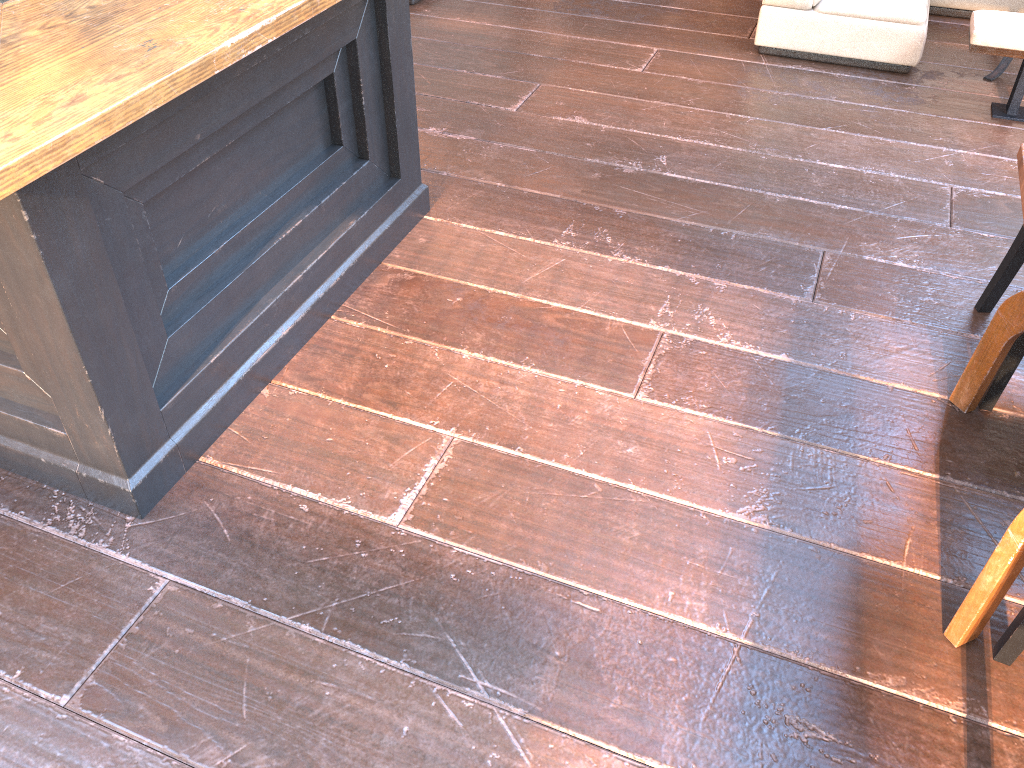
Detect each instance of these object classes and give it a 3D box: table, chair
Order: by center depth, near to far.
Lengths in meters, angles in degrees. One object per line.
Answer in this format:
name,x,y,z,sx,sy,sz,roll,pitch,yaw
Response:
chair,1.098,0.377,1.284,0.480,0.987,0.554,18,43,20
table,2.138,0.308,1.584,2.442,0.707,0.977,15,42,17
chair,1.572,-0.406,2.209,0.479,0.987,0.555,14,42,17
table,2.523,-1.839,4.162,0.802,0.651,0.822,14,42,16

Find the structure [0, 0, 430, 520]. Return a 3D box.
structure,-1.298,-1.736,1.773,2.875,3.577,2.781,21,44,23

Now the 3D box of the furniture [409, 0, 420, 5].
furniture,-2.155,-3.491,5.966,4.176,0.832,1.758,15,42,17

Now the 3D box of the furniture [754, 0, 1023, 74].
furniture,3.446,-1.976,4.184,4.176,0.832,1.758,15,42,17

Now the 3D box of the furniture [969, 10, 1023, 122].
furniture,3.028,-1.116,3.514,2.339,0.386,0.322,15,42,17
